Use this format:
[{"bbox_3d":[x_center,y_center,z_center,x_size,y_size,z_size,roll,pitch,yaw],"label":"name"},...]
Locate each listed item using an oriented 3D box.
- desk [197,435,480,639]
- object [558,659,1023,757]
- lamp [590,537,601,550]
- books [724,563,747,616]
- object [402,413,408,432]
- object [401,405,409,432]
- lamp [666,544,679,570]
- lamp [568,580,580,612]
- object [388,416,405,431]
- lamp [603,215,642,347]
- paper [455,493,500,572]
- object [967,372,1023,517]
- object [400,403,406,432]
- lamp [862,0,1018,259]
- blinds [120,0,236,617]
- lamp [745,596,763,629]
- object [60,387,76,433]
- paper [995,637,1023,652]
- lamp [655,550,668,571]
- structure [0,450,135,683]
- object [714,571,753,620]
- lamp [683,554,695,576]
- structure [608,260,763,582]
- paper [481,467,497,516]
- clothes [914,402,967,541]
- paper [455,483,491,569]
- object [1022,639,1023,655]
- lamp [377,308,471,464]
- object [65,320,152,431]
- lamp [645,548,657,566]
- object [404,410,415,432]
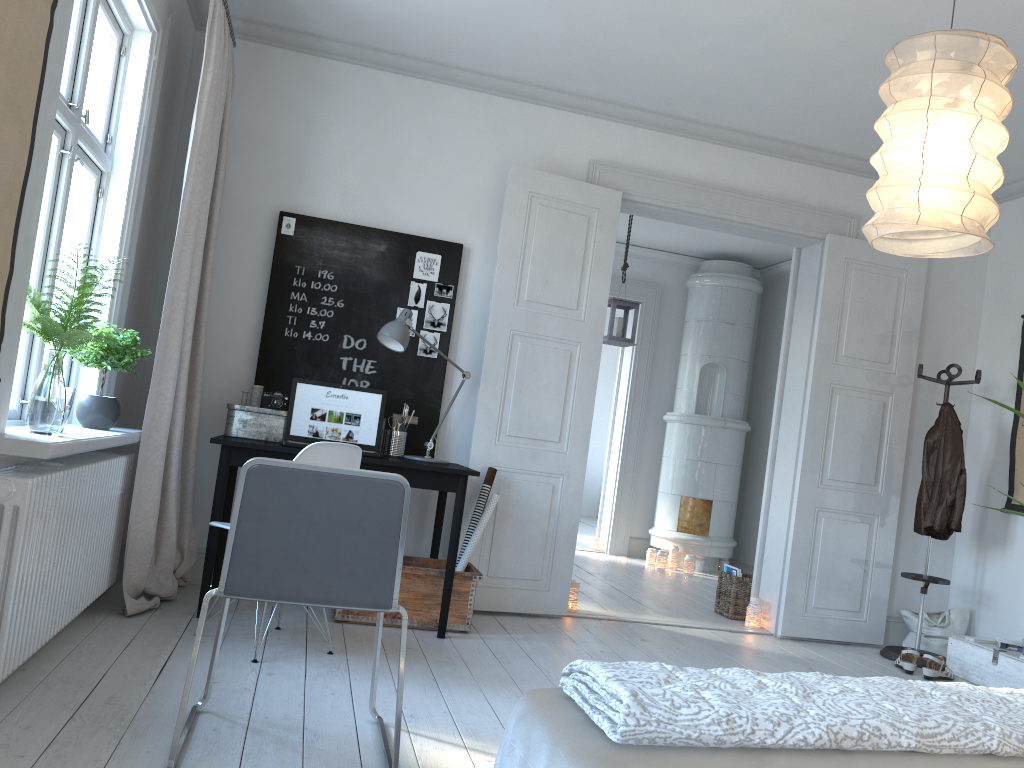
[{"bbox_3d":[-0.824,0.694,4.136,1.160,0.758,0.651,8,-3,-12],"label":"desk"},{"bbox_3d":[0.806,0.570,1.503,1.461,0.104,0.405,8,-3,-13],"label":"object"},{"bbox_3d":[0.766,1.473,8.167,0.093,0.110,0.094,8,-3,5],"label":"lamp"},{"bbox_3d":[1.458,1.311,5.619,0.201,0.300,0.179,8,-3,-12],"label":"books"},{"bbox_3d":[-0.548,0.252,4.402,0.009,0.221,0.083,7,-3,17],"label":"object"},{"bbox_3d":[-0.550,0.230,4.412,0.012,0.264,0.062,6,-3,30],"label":"object"},{"bbox_3d":[1.372,1.477,7.558,0.098,0.210,0.098,8,-3,-8],"label":"lamp"},{"bbox_3d":[0.329,1.189,4.980,0.089,0.166,0.089,9,-3,-20],"label":"lamp"},{"bbox_3d":[-0.589,0.255,4.398,0.081,0.198,0.050,7,-3,13],"label":"object"},{"bbox_3d":[0.873,-1.162,6.497,0.228,1.760,0.228,8,-3,-16],"label":"lamp"},{"bbox_3d":[-0.219,0.833,4.301,0.283,0.626,0.041,9,-3,-34],"label":"paper"},{"bbox_3d":[2.569,0.747,4.044,1.043,1.552,0.289,7,-3,17],"label":"object"},{"bbox_3d":[-0.554,0.226,4.411,0.008,0.267,0.060,8,-2,4],"label":"object"},{"bbox_3d":[1.203,-0.978,2.423,0.338,1.230,0.341,7,-3,19],"label":"lamp"},{"bbox_3d":[-1.393,-0.350,3.956,0.225,2.645,0.831,8,-3,-12],"label":"blinds"},{"bbox_3d":[1.431,1.351,5.238,0.093,0.179,0.093,9,-3,-29],"label":"lamp"},{"bbox_3d":[-1.448,0.079,2.811,0.097,0.146,0.097,8,-3,-7],"label":"object"},{"bbox_3d":[2.609,1.347,4.541,0.221,0.031,0.175,6,-4,20],"label":"paper"},{"bbox_3d":[1.246,1.472,7.394,0.089,0.166,0.089,8,-3,-11],"label":"lamp"},{"bbox_3d":[-1.555,0.526,2.999,0.195,0.546,1.506,8,-3,-12],"label":"structure"},{"bbox_3d":[1.466,1.345,5.620,0.270,0.264,0.224,8,-3,-12],"label":"object"},{"bbox_3d":[1.464,1.497,7.326,0.089,0.166,0.089,8,-3,-13],"label":"lamp"},{"bbox_3d":[1.645,0.293,7.810,0.800,2.825,1.250,6,-3,33],"label":"structure"},{"bbox_3d":[-0.214,0.782,4.435,0.048,0.746,0.298,6,-3,33],"label":"paper"},{"bbox_3d":[2.394,0.481,4.917,0.237,0.769,0.211,7,-3,21],"label":"clothes"},{"bbox_3d":[-0.231,0.818,4.359,0.043,0.668,0.267,6,-3,33],"label":"paper"},{"bbox_3d":[2.544,1.303,4.368,0.060,0.081,0.060,5,-4,43],"label":"object"},{"bbox_3d":[-0.444,0.017,4.354,0.618,0.715,0.230,10,-4,-42],"label":"lamp"},{"bbox_3d":[-1.548,-0.034,3.339,0.271,0.406,0.310,6,-4,38],"label":"object"},{"bbox_3d":[1.195,1.488,7.619,0.084,0.146,0.084,8,-3,-8],"label":"lamp"},{"bbox_3d":[-0.535,0.244,4.400,0.084,0.240,0.009,10,-3,-35],"label":"object"}]
